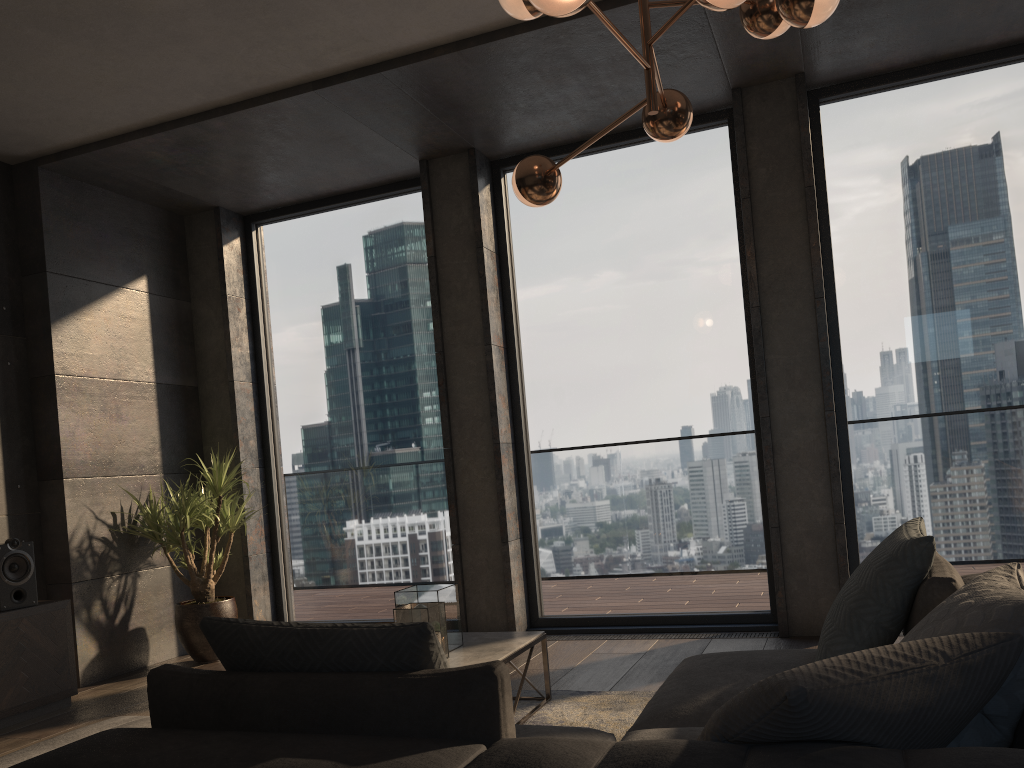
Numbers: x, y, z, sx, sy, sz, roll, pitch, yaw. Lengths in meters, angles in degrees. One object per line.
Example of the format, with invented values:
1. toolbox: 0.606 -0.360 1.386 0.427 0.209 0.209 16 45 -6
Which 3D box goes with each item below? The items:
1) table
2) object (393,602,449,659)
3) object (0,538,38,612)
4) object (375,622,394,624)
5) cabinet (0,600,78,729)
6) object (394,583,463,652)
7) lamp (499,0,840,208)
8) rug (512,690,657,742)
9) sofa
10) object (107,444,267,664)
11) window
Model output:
1. table: -0.436 1.256 3.584 0.933 0.308 0.932 -7 -5 21
2. object: -0.350 0.966 3.415 0.150 0.220 0.148 -6 -2 21
3. object: -2.577 0.961 4.476 0.250 0.353 0.198 -6 -2 31
4. object: -0.569 1.091 3.790 0.346 0.083 0.349 -5 -5 -2
5. cabinet: -2.954 1.362 3.610 0.542 0.549 2.411 -6 -5 20
6. object: -0.340 0.966 3.633 0.197 0.260 0.199 -6 -3 21
7. lamp: 0.462 -1.285 2.735 1.014 1.036 1.470 -5 -4 -3
8. rug: -0.112 1.350 3.206 3.152 0.020 1.732 -7 -6 21
9. sofa: -0.048 0.865 2.289 2.919 0.782 2.026 -7 -5 20
10. object: -2.036 1.068 5.539 0.949 1.358 1.030 -3 -3 -38
11. window: 1.603 -0.118 5.005 7.286 2.997 0.199 -7 -1 21
